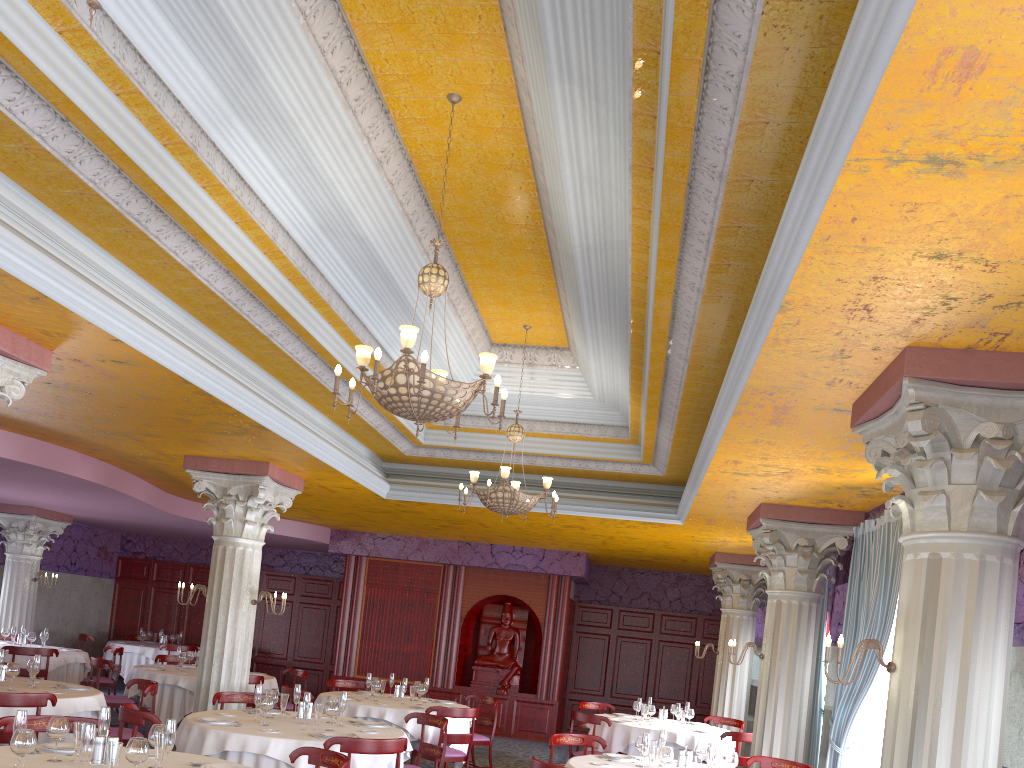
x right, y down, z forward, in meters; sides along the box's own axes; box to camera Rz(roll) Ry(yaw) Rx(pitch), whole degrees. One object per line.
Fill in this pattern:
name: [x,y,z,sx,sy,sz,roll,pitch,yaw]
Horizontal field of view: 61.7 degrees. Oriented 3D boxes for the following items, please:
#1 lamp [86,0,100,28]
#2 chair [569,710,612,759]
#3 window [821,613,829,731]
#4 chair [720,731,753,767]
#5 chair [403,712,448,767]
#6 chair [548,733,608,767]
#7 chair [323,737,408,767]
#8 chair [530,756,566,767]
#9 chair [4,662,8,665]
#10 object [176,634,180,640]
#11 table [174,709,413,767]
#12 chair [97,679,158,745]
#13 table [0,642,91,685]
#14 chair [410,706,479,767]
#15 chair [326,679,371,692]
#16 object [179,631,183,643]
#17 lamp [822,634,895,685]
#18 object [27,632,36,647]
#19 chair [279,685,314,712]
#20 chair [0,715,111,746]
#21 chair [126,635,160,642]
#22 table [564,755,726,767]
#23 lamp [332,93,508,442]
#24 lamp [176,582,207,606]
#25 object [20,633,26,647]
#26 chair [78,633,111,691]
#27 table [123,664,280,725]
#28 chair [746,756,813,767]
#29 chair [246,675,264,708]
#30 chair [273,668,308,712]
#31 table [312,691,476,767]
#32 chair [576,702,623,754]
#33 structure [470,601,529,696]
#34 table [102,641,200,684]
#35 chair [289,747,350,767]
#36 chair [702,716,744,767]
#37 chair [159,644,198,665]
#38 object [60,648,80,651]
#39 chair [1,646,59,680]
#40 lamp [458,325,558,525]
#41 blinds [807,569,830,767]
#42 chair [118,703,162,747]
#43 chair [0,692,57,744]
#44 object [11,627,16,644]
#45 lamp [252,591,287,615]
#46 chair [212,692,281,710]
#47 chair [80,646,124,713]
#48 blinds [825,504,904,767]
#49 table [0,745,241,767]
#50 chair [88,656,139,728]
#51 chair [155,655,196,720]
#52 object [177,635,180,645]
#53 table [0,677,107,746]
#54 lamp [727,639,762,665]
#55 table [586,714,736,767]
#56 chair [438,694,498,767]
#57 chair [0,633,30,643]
lamp: [-1.023,-1.997,1.442,0.978,2.142,0.956,9,-5,-36]
chair: [1.081,4.864,11.245,0.660,1.073,0.750,10,-7,-36]
window: [4.414,3.782,11.615,0.159,2.487,3.704,6,-11,10]
chair: [2.787,4.977,11.005,0.765,1.073,0.646,11,-7,-36]
chair: [-1.032,3.869,8.599,0.660,1.073,0.750,10,-7,-36]
chair: [0.667,3.941,8.222,0.765,1.073,0.646,11,-7,-36]
chair: [-1.267,3.345,6.884,0.765,1.073,0.646,11,-7,-36]
chair: [0.433,3.418,6.506,0.660,1.073,0.750,10,-7,-36]
chair: [-5.830,3.542,9.244,0.765,1.073,0.646,11,-7,-36]
object: [-7.084,5.429,18.140,0.121,0.260,0.125,2,-6,45]
table: [-2.011,3.602,7.864,2.071,0.934,2.178,4,-14,9]
chair: [-4.124,3.655,9.004,0.660,1.073,0.750,10,-7,-36]
table: [-7.759,4.572,13.322,2.071,0.934,2.178,4,-14,9]
chair: [-0.818,4.348,10.170,0.765,1.073,0.646,11,-7,-36]
chair: [-2.289,4.758,12.125,0.765,1.073,0.646,11,-7,-36]
object: [-6.940,5.350,17.940,0.074,0.330,0.074,6,-2,0]
lamp: [1.929,1.557,4.812,0.382,0.268,0.351,7,-11,-4]
object: [-7.363,3.938,13.111,0.121,0.260,0.125,5,-4,22]
chair: [-2.524,4.235,10.410,0.660,1.073,0.750,10,-7,-36]
chair: [-3.153,2.831,5.809,0.765,1.073,0.646,11,-7,-36]
chair: [-8.097,6.066,18.773,0.765,1.073,0.646,11,-7,-36]
table: [1.396,3.788,7.246,2.071,0.934,2.178,4,-14,9]
lamp: [-0.480,-0.788,5.405,0.978,2.142,0.956,9,-5,-36]
lamp: [-3.835,2.561,10.395,0.382,0.268,0.351,7,-11,-4]
object: [-7.466,3.924,13.054,0.085,0.234,0.087,6,-3,11]
chair: [-8.332,5.543,17.058,0.660,1.073,0.750,10,-7,-36]
table: [-4.524,4.677,12.491,2.071,0.934,2.178,4,-14,9]
chair: [2.374,4.054,7.982,0.660,1.073,0.750,10,-7,-36]
chair: [-3.781,4.420,11.511,0.765,1.073,0.646,11,-7,-36]
chair: [-3.546,4.943,13.227,0.660,1.073,0.750,10,-7,-36]
table: [-1.561,4.605,11.150,2.071,0.934,2.178,4,-14,9]
chair: [1.315,5.387,12.960,0.765,1.073,0.646,11,-7,-36]
structure: [-0.258,5.113,16.677,0.961,1.819,0.654,5,-3,8]
table: [-7.369,5.913,17.798,2.071,0.934,2.178,4,-14,9]
chair: [-1.447,2.944,5.569,0.660,1.073,0.750,10,-7,-36]
chair: [3.022,5.500,12.720,0.660,1.073,0.750,10,-7,-36]
chair: [-6.625,5.656,16.818,0.765,1.073,0.646,11,-7,-36]
object: [-7.101,4.284,13.794,0.312,0.023,0.326,4,-16,8]
chair: [-7.015,4.315,12.342,0.765,1.073,0.646,11,-7,-36]
lamp: [0.053,0.401,9.304,0.978,2.142,0.956,9,-5,-36]
blinds: [3.608,3.741,10.662,0.244,3.464,1.744,6,-4,8]
chair: [-2.974,3.232,7.124,0.660,1.073,0.750,10,-7,-36]
chair: [-4.358,3.132,7.289,0.765,1.073,0.646,11,-7,-36]
object: [-7.558,3.841,12.971,0.074,0.330,0.074,6,-2,0]
lamp: [-2.902,2.606,10.206,0.382,0.268,0.351,7,-11,-4]
chair: [-2.739,3.756,8.839,0.765,1.073,0.646,11,-7,-36]
chair: [-6.781,4.838,14.058,0.660,1.073,0.750,10,-7,-36]
blinds: [3.244,2.928,7.998,0.243,3.464,1.746,6,-4,11]
table: [-2.425,2.678,4.833,2.071,0.934,2.178,4,-14,9]
chair: [-5.487,4.307,11.751,0.660,1.073,0.750,10,-7,-36]
chair: [-5.252,4.830,13.467,0.765,1.073,0.646,11,-7,-36]
object: [-7.029,5.418,18.037,0.086,0.234,0.086,7,-3,-11]
table: [-5.102,3.389,8.269,2.071,0.934,2.178,4,-14,9]
lamp: [2.570,2.986,9.495,0.382,0.268,0.351,7,-11,-4]
table: [2.044,5.234,11.985,2.071,0.934,2.178,4,-14,9]
chair: [-0.583,4.871,11.885,0.660,1.073,0.750,10,-7,-36]
chair: [-8.487,4.725,14.297,0.765,1.073,0.646,11,-7,-36]
